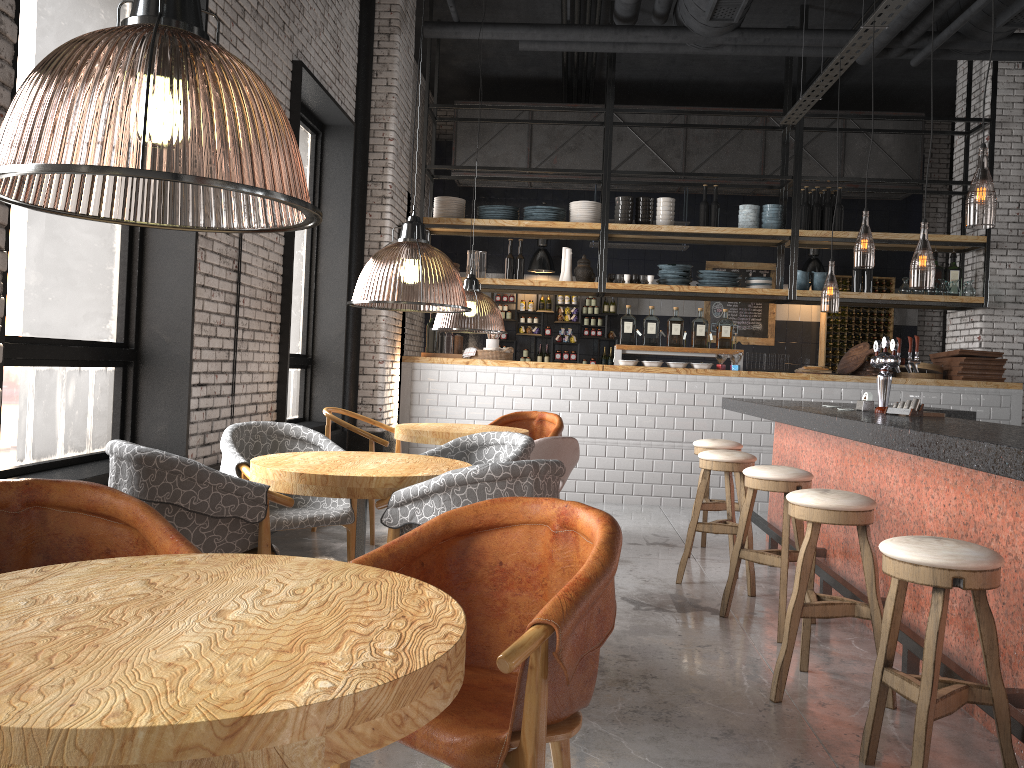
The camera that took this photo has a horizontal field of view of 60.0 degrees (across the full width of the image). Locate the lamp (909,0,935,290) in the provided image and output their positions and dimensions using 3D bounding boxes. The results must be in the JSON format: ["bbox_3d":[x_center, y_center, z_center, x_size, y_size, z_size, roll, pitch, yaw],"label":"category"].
[{"bbox_3d":[1.938,-1.242,4.120,0.108,1.599,0.108,3,0,-15],"label":"lamp"}]

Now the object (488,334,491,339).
[{"bbox_3d":[-0.236,-0.450,8.970,0.087,0.356,0.026,2,0,26],"label":"object"}]

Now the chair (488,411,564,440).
[{"bbox_3d":[0.114,0.678,6.762,0.681,0.929,0.643,3,0,26],"label":"chair"}]

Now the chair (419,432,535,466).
[{"bbox_3d":[-0.171,0.707,4.381,0.643,0.929,0.681,2,0,-42],"label":"chair"}]

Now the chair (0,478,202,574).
[{"bbox_3d":[-1.072,0.707,2.027,0.681,0.929,0.644,2,0,-44],"label":"chair"}]

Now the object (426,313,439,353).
[{"bbox_3d":[-0.794,-0.554,8.893,0.106,0.554,0.157,3,0,3],"label":"object"}]

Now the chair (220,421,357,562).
[{"bbox_3d":[-1.137,0.664,4.372,0.681,0.929,0.644,2,0,-42],"label":"chair"}]

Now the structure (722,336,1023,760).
[{"bbox_3d":[3.594,0.589,3.900,4.310,1.533,5.876,3,1,4],"label":"structure"}]

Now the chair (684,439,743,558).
[{"bbox_3d":[1.368,0.784,6.165,0.438,0.806,0.481,2,0,-28],"label":"chair"}]

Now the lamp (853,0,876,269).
[{"bbox_3d":[1.928,-1.423,4.775,0.108,1.599,0.108,2,0,36],"label":"lamp"}]

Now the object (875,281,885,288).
[{"bbox_3d":[4.952,-1.343,11.903,0.079,0.079,0.283,3,1,4],"label":"object"}]

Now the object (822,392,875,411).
[{"bbox_3d":[1.979,0.093,5.383,0.200,0.106,0.766,3,1,4],"label":"object"}]

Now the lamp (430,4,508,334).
[{"bbox_3d":[-0.245,-1.563,6.160,0.536,2.406,0.537,3,0,-45],"label":"lamp"}]

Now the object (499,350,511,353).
[{"bbox_3d":[-0.091,-0.301,8.837,0.160,0.075,0.160,2,1,-33],"label":"object"}]

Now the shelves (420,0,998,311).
[{"bbox_3d":[1.939,-2.420,9.203,5.677,3.067,0.597,3,0,4],"label":"shelves"}]

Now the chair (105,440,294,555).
[{"bbox_3d":[-1.282,0.675,3.382,0.643,0.929,0.681,2,0,-42],"label":"chair"}]

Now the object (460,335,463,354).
[{"bbox_3d":[-0.535,-0.380,9.142,0.056,0.249,0.056,3,0,-34],"label":"object"}]

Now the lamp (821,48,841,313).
[{"bbox_3d":[1.955,-1.233,5.363,0.108,1.599,0.108,2,0,36],"label":"lamp"}]

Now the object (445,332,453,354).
[{"bbox_3d":[-0.629,-0.454,8.897,0.070,0.368,0.107,3,0,3],"label":"object"}]

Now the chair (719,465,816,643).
[{"bbox_3d":[1.285,0.810,4.470,0.439,0.806,0.480,3,0,42],"label":"chair"}]

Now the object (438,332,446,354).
[{"bbox_3d":[-0.695,-0.457,8.900,0.070,0.368,0.107,3,0,3],"label":"object"}]

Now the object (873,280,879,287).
[{"bbox_3d":[4.855,-1.347,11.874,0.079,0.079,0.283,3,1,4],"label":"object"}]

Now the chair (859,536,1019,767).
[{"bbox_3d":[1.269,0.869,2.715,0.480,0.806,0.439,3,0,-18],"label":"chair"}]

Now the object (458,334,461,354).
[{"bbox_3d":[-0.546,-0.377,8.968,0.056,0.249,0.056,3,0,-34],"label":"object"}]

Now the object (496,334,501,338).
[{"bbox_3d":[-0.161,-0.437,8.945,0.123,0.358,0.076,3,0,19],"label":"object"}]

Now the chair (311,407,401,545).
[{"bbox_3d":[-1.107,0.635,6.317,0.644,0.921,0.612,3,0,10],"label":"chair"}]

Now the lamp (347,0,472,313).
[{"bbox_3d":[-0.390,-1.530,3.846,0.536,2.406,0.537,3,0,-45],"label":"lamp"}]

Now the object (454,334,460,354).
[{"bbox_3d":[-0.551,-0.376,8.881,0.056,0.249,0.056,3,0,-34],"label":"object"}]

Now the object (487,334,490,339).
[{"bbox_3d":[-0.219,-0.417,8.940,0.071,0.328,0.052,3,0,-41],"label":"object"}]

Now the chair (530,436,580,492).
[{"bbox_3d":[0.037,0.727,5.663,0.770,0.850,0.802,2,0,-37],"label":"chair"}]

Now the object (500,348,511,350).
[{"bbox_3d":[-0.092,-0.320,8.839,0.160,0.078,0.160,2,1,-33],"label":"object"}]

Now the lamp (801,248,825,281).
[{"bbox_3d":[4.055,-1.847,11.905,0.390,0.937,0.390,3,0,6],"label":"lamp"}]

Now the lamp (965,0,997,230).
[{"bbox_3d":[1.843,-1.404,3.427,0.108,1.599,0.108,2,0,36],"label":"lamp"}]

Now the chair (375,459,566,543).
[{"bbox_3d":[-0.109,0.727,3.361,0.681,0.929,0.644,2,0,-42],"label":"chair"}]

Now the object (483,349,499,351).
[{"bbox_3d":[-0.205,-0.304,8.718,0.160,0.075,0.161,2,1,-18],"label":"object"}]

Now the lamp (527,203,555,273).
[{"bbox_3d":[0.422,-2.013,12.166,0.390,0.937,0.390,3,0,6],"label":"lamp"}]

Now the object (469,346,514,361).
[{"bbox_3d":[-0.210,-0.298,8.826,0.436,0.157,0.420,2,1,-24],"label":"object"}]

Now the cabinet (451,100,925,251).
[{"bbox_3d":[2.171,-2.613,11.481,5.863,1.768,0.682,3,0,4],"label":"cabinet"}]

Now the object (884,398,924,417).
[{"bbox_3d":[2.012,0.116,4.552,0.091,0.091,0.177,2,1,-21],"label":"object"}]

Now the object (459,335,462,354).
[{"bbox_3d":[-0.541,-0.378,9.055,0.056,0.249,0.056,3,0,-34],"label":"object"}]

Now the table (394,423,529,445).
[{"bbox_3d":[-0.363,0.711,6.178,0.932,0.810,0.932,2,1,-44],"label":"table"}]

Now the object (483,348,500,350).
[{"bbox_3d":[-0.202,-0.323,8.720,0.160,0.078,0.161,2,1,-18],"label":"object"}]

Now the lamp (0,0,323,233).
[{"bbox_3d":[-0.537,-1.495,1.483,0.536,2.406,0.537,3,0,-45],"label":"lamp"}]

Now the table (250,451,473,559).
[{"bbox_3d":[-0.650,0.740,3.788,0.932,0.810,0.932,2,1,-39],"label":"table"}]

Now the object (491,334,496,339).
[{"bbox_3d":[-0.184,-0.442,8.899,0.033,0.370,0.137,3,0,-30],"label":"object"}]

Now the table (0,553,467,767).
[{"bbox_3d":[-0.559,0.784,1.465,0.932,0.810,0.932,2,1,-39],"label":"table"}]

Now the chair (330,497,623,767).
[{"bbox_3d":[-0.025,0.753,2.055,0.681,0.929,0.643,3,0,41],"label":"chair"}]

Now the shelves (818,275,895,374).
[{"bbox_3d":[4.628,-0.368,11.967,0.889,2.148,0.251,3,0,4],"label":"shelves"}]

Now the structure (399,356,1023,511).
[{"bbox_3d":[1.849,0.522,9.119,5.800,1.346,1.511,3,0,4],"label":"structure"}]

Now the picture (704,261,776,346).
[{"bbox_3d":[3.157,-1.116,12.281,0.980,1.142,0.020,3,0,4],"label":"picture"}]

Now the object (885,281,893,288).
[{"bbox_3d":[5.045,-1.338,11.882,0.079,0.079,0.283,3,1,4],"label":"object"}]

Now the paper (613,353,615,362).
[{"bbox_3d":[1.033,-0.303,8.946,0.012,0.164,0.108,3,0,4],"label":"paper"}]

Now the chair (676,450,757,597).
[{"bbox_3d":[1.268,0.796,5.211,0.480,0.806,0.439,2,0,-23],"label":"chair"}]

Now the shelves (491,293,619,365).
[{"bbox_3d":[0.572,-0.659,12.269,1.761,1.482,0.157,3,0,4],"label":"shelves"}]

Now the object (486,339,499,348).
[{"bbox_3d":[-0.198,-0.349,8.948,0.129,0.204,0.129,3,0,39],"label":"object"}]

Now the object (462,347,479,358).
[{"bbox_3d":[-0.341,-0.305,8.784,0.187,0.111,0.283,3,1,40],"label":"object"}]

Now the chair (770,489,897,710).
[{"bbox_3d":[1.201,0.822,3.517,0.438,0.806,0.480,3,0,-23],"label":"chair"}]
